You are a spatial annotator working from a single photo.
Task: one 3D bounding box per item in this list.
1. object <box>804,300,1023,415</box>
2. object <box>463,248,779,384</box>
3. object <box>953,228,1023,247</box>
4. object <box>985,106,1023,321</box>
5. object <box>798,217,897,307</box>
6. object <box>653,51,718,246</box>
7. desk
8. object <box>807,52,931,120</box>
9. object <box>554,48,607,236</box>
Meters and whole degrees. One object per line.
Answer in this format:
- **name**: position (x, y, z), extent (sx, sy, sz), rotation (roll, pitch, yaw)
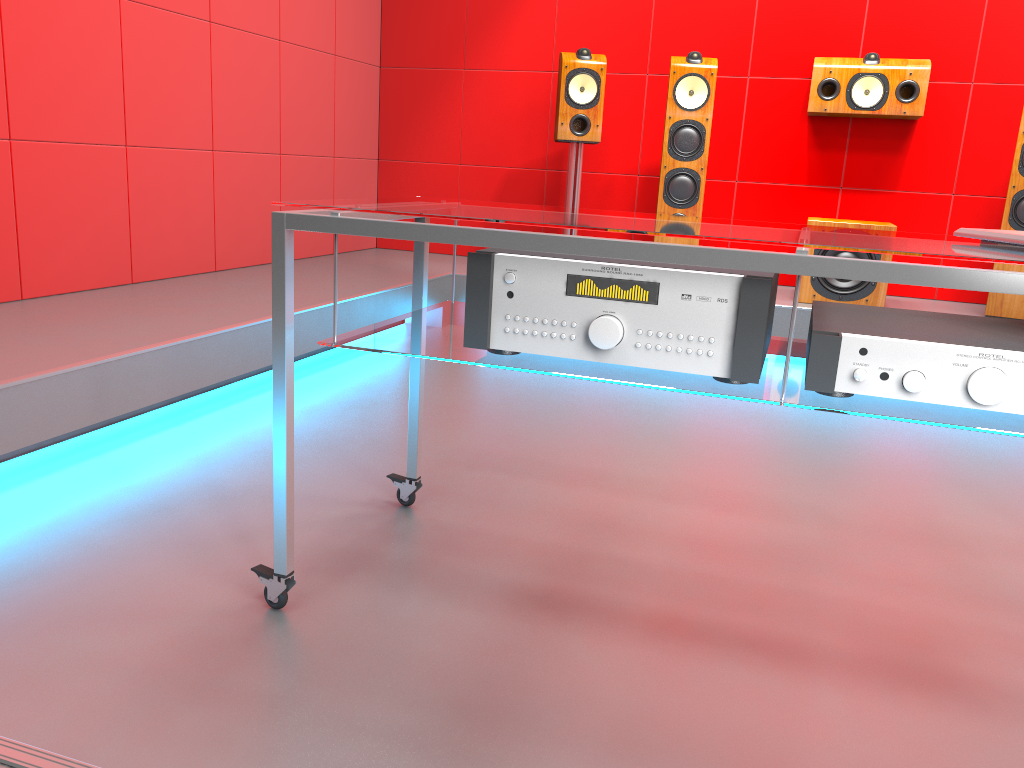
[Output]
- **object**: position (0.657, -0.031, 1.284), extent (0.435, 0.092, 0.365), rotation (8, 14, 17)
- **object**: position (0.191, -0.126, 1.418), extent (0.431, 0.158, 0.371), rotation (8, 14, 17)
- **object**: position (0.905, -0.323, 1.245), extent (0.340, 0.285, 0.342), rotation (0, 14, -12)
- **object**: position (2.186, -0.796, 3.706), extent (0.203, 1.052, 0.238), rotation (11, 16, 27)
- **object**: position (1.489, -0.546, 3.973), extent (0.360, 0.360, 0.360), rotation (8, 14, 17)
- **object**: position (0.791, -0.980, 4.116), extent (0.203, 1.052, 0.238), rotation (5, 14, 7)
- **desk**: position (0.410, 0.096, 1.464), extent (1.617, 0.690, 0.594), rotation (8, 14, 17)
- **object**: position (1.637, -1.376, 4.085), extent (0.493, 0.271, 0.235), rotation (8, 14, 17)
- **object**: position (0.302, -1.049, 4.267), extent (0.231, 1.058, 0.265), rotation (3, 14, -2)
